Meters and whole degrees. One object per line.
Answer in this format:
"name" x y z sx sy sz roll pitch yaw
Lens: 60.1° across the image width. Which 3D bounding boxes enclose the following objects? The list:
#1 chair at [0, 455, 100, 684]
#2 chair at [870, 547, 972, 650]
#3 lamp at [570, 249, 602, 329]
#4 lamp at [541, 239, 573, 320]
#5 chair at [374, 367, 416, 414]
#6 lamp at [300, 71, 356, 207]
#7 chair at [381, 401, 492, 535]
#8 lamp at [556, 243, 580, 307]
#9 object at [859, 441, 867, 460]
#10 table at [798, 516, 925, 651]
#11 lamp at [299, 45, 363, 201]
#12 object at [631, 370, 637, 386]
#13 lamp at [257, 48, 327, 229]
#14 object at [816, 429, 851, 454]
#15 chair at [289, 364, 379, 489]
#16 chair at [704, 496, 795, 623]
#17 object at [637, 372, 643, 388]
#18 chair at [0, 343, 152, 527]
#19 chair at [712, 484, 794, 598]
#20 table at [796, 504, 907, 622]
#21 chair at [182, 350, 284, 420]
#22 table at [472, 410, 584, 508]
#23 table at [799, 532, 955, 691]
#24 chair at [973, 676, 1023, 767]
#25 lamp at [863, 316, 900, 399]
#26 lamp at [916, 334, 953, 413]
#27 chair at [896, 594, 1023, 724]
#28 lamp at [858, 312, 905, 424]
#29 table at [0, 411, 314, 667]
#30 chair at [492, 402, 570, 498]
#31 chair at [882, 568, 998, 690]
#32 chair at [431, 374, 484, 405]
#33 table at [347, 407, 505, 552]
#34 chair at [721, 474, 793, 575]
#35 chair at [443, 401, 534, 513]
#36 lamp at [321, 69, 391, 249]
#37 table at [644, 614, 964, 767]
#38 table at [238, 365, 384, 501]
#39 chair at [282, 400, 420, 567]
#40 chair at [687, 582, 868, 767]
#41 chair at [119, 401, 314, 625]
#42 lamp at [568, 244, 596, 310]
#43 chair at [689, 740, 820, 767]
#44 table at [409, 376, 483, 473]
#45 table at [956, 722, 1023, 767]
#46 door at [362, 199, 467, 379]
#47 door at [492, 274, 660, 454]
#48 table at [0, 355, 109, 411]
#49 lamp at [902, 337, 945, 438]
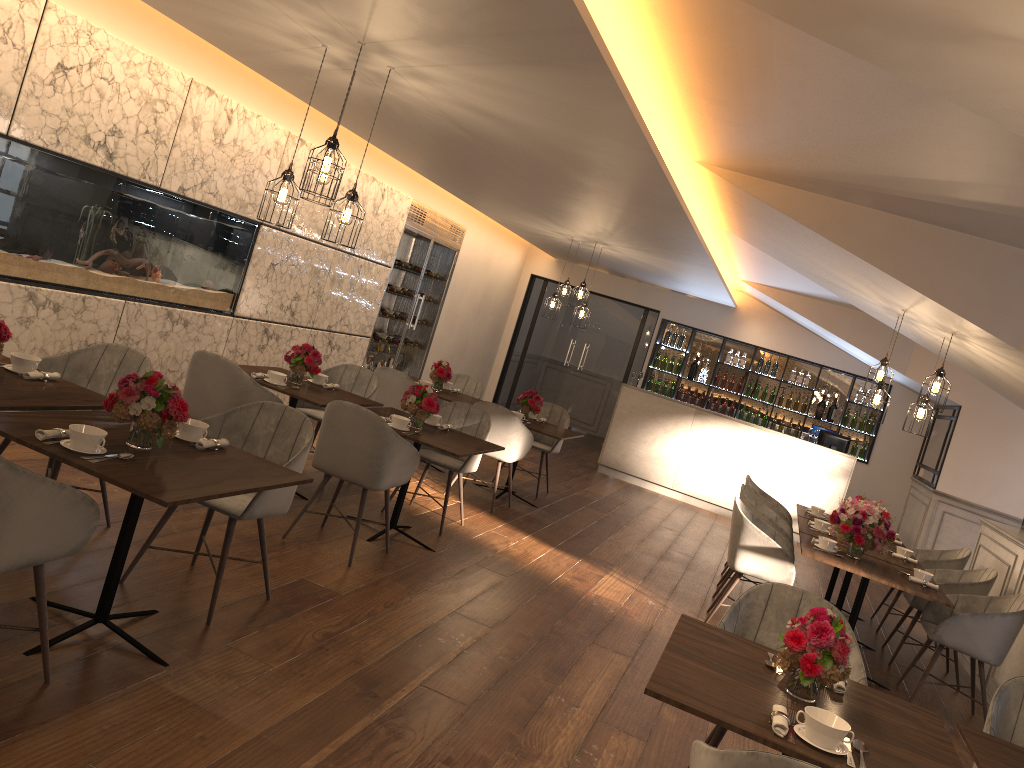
"chair" -1.670 0.484 2.701 0.568 0.872 0.524 18 2 17
"chair" 3.401 1.693 7.361 0.529 0.871 0.563 18 2 17
"lamp" 1.051 -1.635 10.055 0.176 2.069 0.174 17 1 19
"lamp" 0.718 -1.735 10.033 0.176 2.069 0.174 17 1 19
"chair" -1.053 0.294 7.809 0.568 0.872 0.524 18 2 17
"lamp" -0.799 -2.008 4.956 0.176 2.069 0.174 17 1 19
"chair" -0.505 0.565 6.418 0.568 0.872 0.524 18 2 17
"lamp" 0.872 -1.914 10.343 0.176 2.069 0.174 17 1 19
"object" 4.890 0.922 12.312 0.065 0.261 0.066 17 1 -4
"table" 2.511 1.549 6.687 0.901 0.720 0.893 18 3 17
"lamp" -0.660 -1.920 4.352 0.176 2.069 0.174 17 1 19
"object" 1.584 -0.081 11.581 0.065 0.207 0.065 17 1 8
"lamp" -0.953 -1.829 4.646 0.176 2.069 0.174 17 1 19
"object" 3.970 0.774 10.949 0.408 0.328 0.130 17 1 -5
"chair" -1.378 0.276 6.709 0.568 0.872 0.524 18 2 17
"chair" 1.635 1.255 5.958 0.529 0.871 0.563 18 2 17
"object" 1.663 -0.055 11.559 0.065 0.207 0.145 17 2 8
"chair" -2.137 0.225 4.253 0.568 0.872 0.524 18 2 17
"chair" 1.911 1.274 6.853 0.529 0.871 0.563 18 2 17
"table" 2.788 1.568 7.582 0.901 0.720 0.893 18 3 17
"chair" -1.783 0.245 5.448 0.568 0.872 0.524 18 2 17
"table" 0.040 0.685 8.128 0.901 0.720 0.893 18 3 17
"table" 2.234 1.531 5.792 0.901 0.720 0.893 18 3 17
"chair" 1.856 1.537 3.074 0.568 0.872 0.524 18 2 17
"lamp" 3.098 -0.899 6.816 0.176 2.069 0.174 17 1 19
"lamp" 3.237 -0.811 6.212 0.176 2.069 0.174 17 1 19
"chair" 2.848 1.656 5.572 0.529 0.871 0.563 18 2 17
"lamp" 2.944 -0.720 6.506 0.176 2.069 0.174 17 1 19
"table" -1.450 0.585 3.312 0.901 0.720 0.893 18 3 17
"chair" 0.225 0.614 8.778 0.568 0.872 0.524 18 2 17
"chair" 3.124 1.675 6.467 0.529 0.871 0.563 18 2 17
"chair" -0.648 0.325 9.069 0.568 0.872 0.524 18 2 17
"table" -0.690 0.636 5.768 0.901 0.720 0.893 18 3 17
"chair" 2.188 1.293 7.748 0.529 0.871 0.563 18 2 17
"chair" -0.180 0.583 7.518 0.568 0.872 0.524 18 2 17
"lamp" -0.620 -1.729 4.668 0.176 2.069 0.174 17 1 19
"table" 0.798 1.318 2.716 0.901 0.720 0.893 18 3 17
"table" -1.563 0.347 6.059 0.901 0.720 0.893 18 3 17
"chair" -0.910 0.535 5.157 0.568 0.872 0.524 18 2 17
"chair" 0.983 1.248 3.366 0.568 0.872 0.524 18 2 17
"chair" -1.265 0.514 3.962 0.568 0.872 0.524 18 2 17
"lamp" 1.011 -1.826 9.739 0.176 2.069 0.174 17 1 19
"chair" 0.620 1.231 2.091 0.568 0.872 0.524 18 2 17
"table" -0.833 0.396 8.419 0.901 0.720 0.893 18 3 17
"table" 1.671 1.607 2.424 0.901 0.720 0.893 18 3 17
"door" -1.191 -0.821 10.466 0.135 2.466 1.851 17 2 17
"door" 0.959 -0.287 13.664 2.117 2.332 0.272 18 1 18
"table" -2.322 0.296 3.603 0.901 0.720 0.893 18 3 17
"lamp" 3.277 -0.620 6.528 0.176 2.069 0.174 17 1 19
